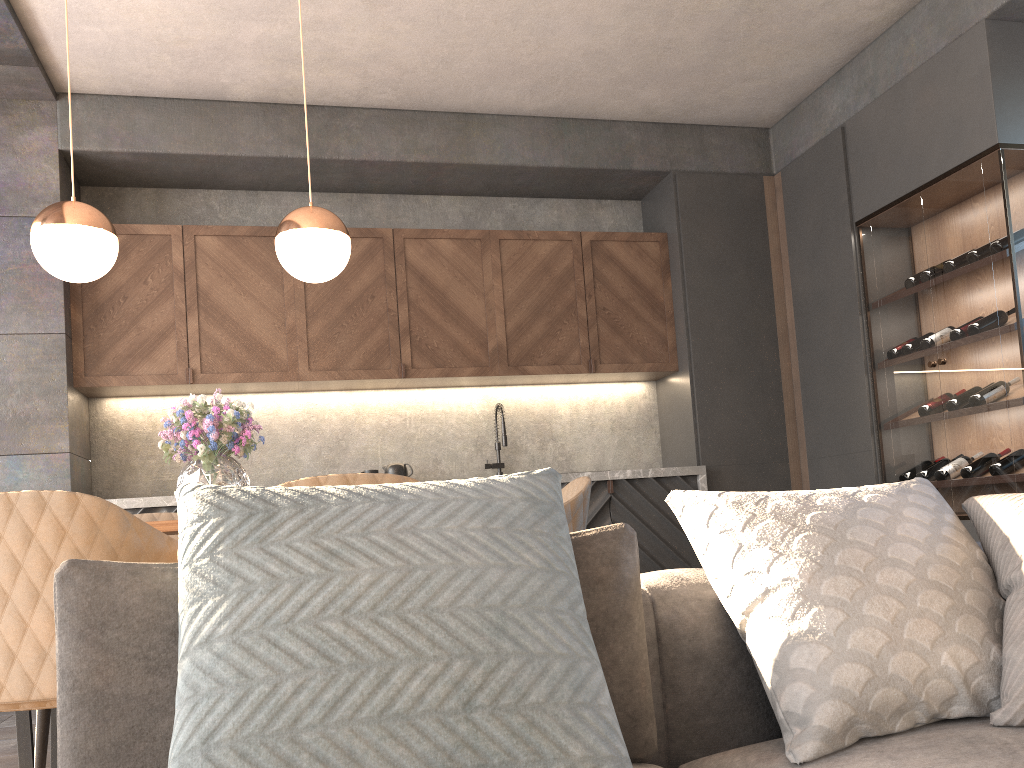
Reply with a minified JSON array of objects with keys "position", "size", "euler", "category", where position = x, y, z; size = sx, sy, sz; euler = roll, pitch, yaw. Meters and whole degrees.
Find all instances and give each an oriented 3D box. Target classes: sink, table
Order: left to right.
[{"position":[-0.876,0.794,2.636],"size":[1.465,0.764,0.776],"euler":[-2,-7,-15],"category":"table"},{"position":[0.034,0.365,5.204],"size":[0.961,0.543,0.465],"euler":[-2,-6,-15],"category":"sink"}]

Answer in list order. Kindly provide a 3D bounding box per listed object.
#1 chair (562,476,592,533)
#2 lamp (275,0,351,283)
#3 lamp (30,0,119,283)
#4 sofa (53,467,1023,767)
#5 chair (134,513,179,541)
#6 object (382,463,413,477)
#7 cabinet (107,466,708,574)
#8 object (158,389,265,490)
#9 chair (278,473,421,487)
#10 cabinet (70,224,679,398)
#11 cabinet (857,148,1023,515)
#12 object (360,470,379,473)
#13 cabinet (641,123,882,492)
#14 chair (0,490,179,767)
[{"position":[0.016,0.730,2.845],"size":[0.510,0.830,0.560],"euler":[-3,-5,-10],"category":"chair"},{"position":[-0.683,-1.090,2.877],"size":[0.239,1.534,0.241],"euler":[-1,-5,-39],"category":"lamp"},{"position":[-1.360,-1.070,2.700],"size":[0.239,1.534,0.241],"euler":[-3,-4,-9],"category":"lamp"},{"position":[0.660,0.309,0.296],"size":[2.021,0.778,2.942],"euler":[-2,-9,-15],"category":"sofa"},{"position":[-1.278,0.867,3.138],"size":[0.554,0.830,0.515],"euler":[-2,-6,-20],"category":"chair"},{"position":[-0.659,0.520,5.063],"size":[0.136,0.136,0.154],"euler":[2,-9,-42],"category":"object"},{"position":[-0.556,1.042,4.953],"size":[3.388,0.944,0.606],"euler":[-2,-6,-15],"category":"cabinet"},{"position":[-0.914,0.216,2.707],"size":[0.298,0.406,0.331],"euler":[1,-8,-44],"category":"object"},{"position":[-0.418,0.655,2.176],"size":[0.554,0.830,0.515],"euler":[-2,-6,-20],"category":"chair"},{"position":[-0.690,-0.430,5.164],"size":[3.388,0.860,0.372],"euler":[-2,-5,-15],"category":"cabinet"},{"position":[2.216,-0.163,4.308],"size":[0.336,1.573,1.008],"euler":[-3,-5,-15],"category":"cabinet"},{"position":[-0.807,0.542,5.025],"size":[0.090,0.103,0.113],"euler":[-6,-7,17],"category":"object"},{"position":[1.668,0.034,5.299],"size":[1.186,2.736,1.213],"euler":[-3,-5,-15],"category":"cabinet"},{"position":[-1.008,0.672,2.018],"size":[0.555,0.830,0.514],"euler":[-4,-5,-5],"category":"chair"}]
